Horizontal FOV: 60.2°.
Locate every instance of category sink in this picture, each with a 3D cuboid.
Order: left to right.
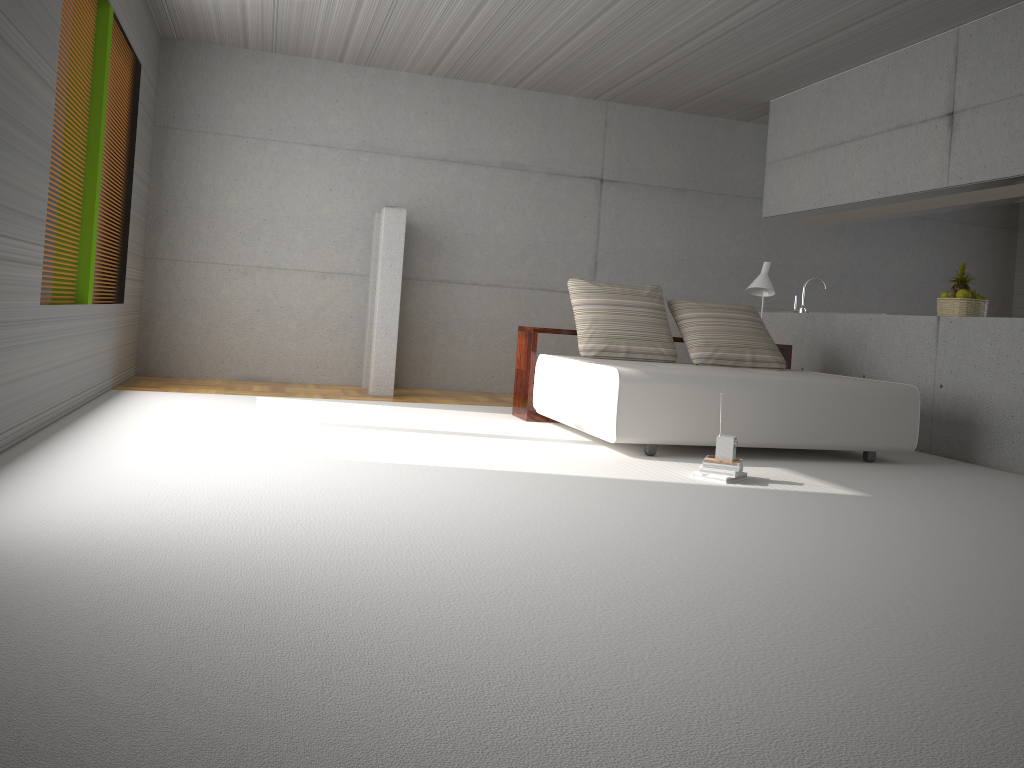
[{"bbox_3d":[3.119,-0.699,8.103,0.765,0.539,1.708,3,4,-16],"label":"sink"}]

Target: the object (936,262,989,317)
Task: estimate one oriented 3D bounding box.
[{"bbox_3d":[3.474,-0.722,6.827,0.368,0.442,0.334,3,2,-30],"label":"object"}]

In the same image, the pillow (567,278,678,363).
[{"bbox_3d":[0.854,-0.485,6.782,0.799,0.610,0.491,3,2,-16],"label":"pillow"}]

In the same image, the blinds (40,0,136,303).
[{"bbox_3d":[-2.729,-1.425,5.654,0.012,2.043,3.543,4,3,-16],"label":"blinds"}]

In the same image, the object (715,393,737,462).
[{"bbox_3d":[1.127,0.226,4.660,0.090,0.366,0.185,4,0,25],"label":"object"}]

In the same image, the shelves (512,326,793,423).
[{"bbox_3d":[1.160,-0.037,7.189,2.247,0.716,0.401,3,1,-16],"label":"shelves"}]

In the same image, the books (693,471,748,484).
[{"bbox_3d":[1.110,0.485,4.700,0.190,0.032,0.264,7,5,38],"label":"books"}]

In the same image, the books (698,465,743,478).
[{"bbox_3d":[1.112,0.453,4.700,0.189,0.032,0.264,6,4,23],"label":"books"}]

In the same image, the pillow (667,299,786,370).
[{"bbox_3d":[1.685,-0.389,6.964,0.806,0.517,0.579,3,2,-15],"label":"pillow"}]

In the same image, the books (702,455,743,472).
[{"bbox_3d":[1.121,0.421,4.704,0.189,0.032,0.265,5,4,18],"label":"books"}]

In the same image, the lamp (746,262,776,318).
[{"bbox_3d":[2.127,-0.697,7.485,0.322,0.700,0.245,4,0,-35],"label":"lamp"}]

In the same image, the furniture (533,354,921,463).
[{"bbox_3d":[1.409,0.150,6.227,2.165,0.522,1.618,3,4,-16],"label":"furniture"}]

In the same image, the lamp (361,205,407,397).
[{"bbox_3d":[-1.198,-0.769,8.220,0.200,1.692,0.799,4,0,-16],"label":"lamp"}]
